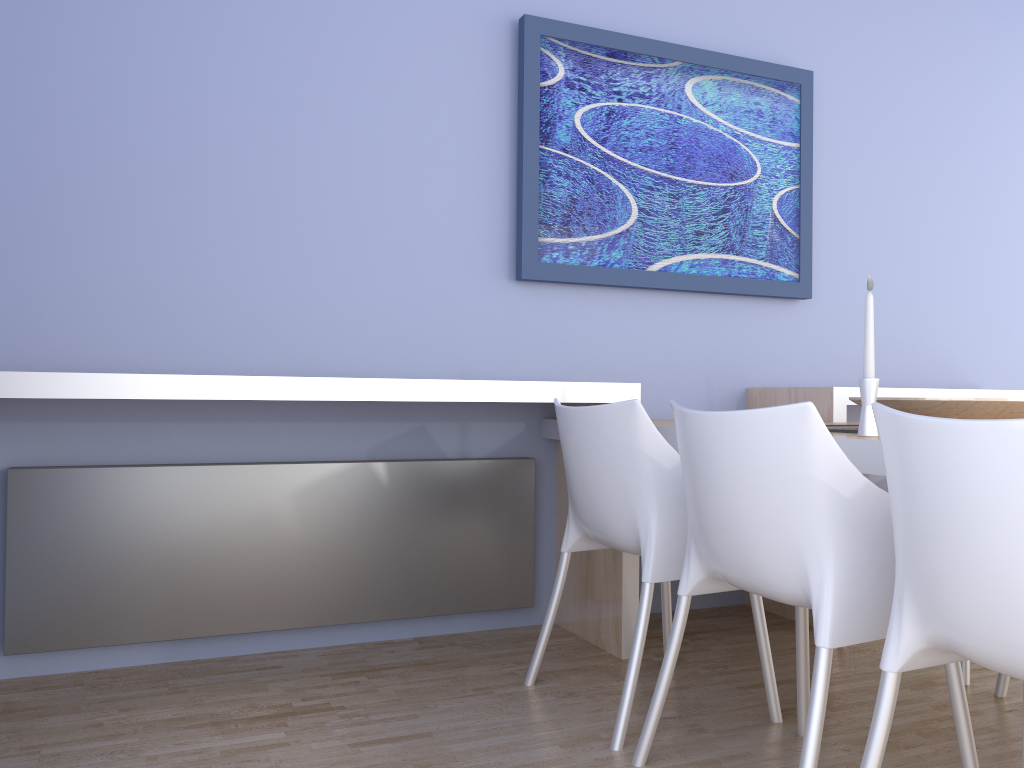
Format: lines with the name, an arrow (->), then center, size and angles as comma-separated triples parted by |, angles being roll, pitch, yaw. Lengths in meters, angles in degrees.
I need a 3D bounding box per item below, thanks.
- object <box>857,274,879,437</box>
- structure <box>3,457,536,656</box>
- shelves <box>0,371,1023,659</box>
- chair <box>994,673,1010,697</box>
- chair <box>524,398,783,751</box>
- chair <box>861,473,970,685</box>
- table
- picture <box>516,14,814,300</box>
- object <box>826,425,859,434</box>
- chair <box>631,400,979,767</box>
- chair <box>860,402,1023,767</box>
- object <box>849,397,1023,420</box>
object -> 0.766, -0.063, 1.903 | 0.045, 0.349, 0.045 | 0, -1, 18
structure -> 0.391, 0.509, 3.170 | 3.843, 0.503, 0.064 | 1, -1, -23
shelves -> 0.402, 0.421, 2.979 | 3.901, 0.840, 0.463 | 1, -1, -23
chair -> 1.628, 0.449, 2.274 | 0.486, 0.793, 0.510 | 1, -1, -23
chair -> 0.355, 0.436, 2.328 | 0.486, 0.793, 0.510 | 1, -1, -23
chair -> 1.395, 0.454, 2.813 | 0.486, 0.793, 0.510 | 1, -1, -23
table -> 1.024, 0.478, 2.222 | 1.002, 0.718, 2.340 | 1, -1, -23
picture -> 0.603, -0.796, 3.274 | 1.252, 0.901, 0.049 | 1, -1, -23
object -> 1.078, 0.117, 2.132 | 0.594, 0.005, 0.986 | 1, -1, -24
chair -> 0.583, 0.431, 1.800 | 0.486, 0.793, 0.510 | 1, -1, -23
chair -> 0.811, 0.426, 1.273 | 0.486, 0.793, 0.510 | 1, -1, -23
object -> 1.074, 0.075, 2.134 | 0.493, 0.081, 0.493 | 1, -1, -5
